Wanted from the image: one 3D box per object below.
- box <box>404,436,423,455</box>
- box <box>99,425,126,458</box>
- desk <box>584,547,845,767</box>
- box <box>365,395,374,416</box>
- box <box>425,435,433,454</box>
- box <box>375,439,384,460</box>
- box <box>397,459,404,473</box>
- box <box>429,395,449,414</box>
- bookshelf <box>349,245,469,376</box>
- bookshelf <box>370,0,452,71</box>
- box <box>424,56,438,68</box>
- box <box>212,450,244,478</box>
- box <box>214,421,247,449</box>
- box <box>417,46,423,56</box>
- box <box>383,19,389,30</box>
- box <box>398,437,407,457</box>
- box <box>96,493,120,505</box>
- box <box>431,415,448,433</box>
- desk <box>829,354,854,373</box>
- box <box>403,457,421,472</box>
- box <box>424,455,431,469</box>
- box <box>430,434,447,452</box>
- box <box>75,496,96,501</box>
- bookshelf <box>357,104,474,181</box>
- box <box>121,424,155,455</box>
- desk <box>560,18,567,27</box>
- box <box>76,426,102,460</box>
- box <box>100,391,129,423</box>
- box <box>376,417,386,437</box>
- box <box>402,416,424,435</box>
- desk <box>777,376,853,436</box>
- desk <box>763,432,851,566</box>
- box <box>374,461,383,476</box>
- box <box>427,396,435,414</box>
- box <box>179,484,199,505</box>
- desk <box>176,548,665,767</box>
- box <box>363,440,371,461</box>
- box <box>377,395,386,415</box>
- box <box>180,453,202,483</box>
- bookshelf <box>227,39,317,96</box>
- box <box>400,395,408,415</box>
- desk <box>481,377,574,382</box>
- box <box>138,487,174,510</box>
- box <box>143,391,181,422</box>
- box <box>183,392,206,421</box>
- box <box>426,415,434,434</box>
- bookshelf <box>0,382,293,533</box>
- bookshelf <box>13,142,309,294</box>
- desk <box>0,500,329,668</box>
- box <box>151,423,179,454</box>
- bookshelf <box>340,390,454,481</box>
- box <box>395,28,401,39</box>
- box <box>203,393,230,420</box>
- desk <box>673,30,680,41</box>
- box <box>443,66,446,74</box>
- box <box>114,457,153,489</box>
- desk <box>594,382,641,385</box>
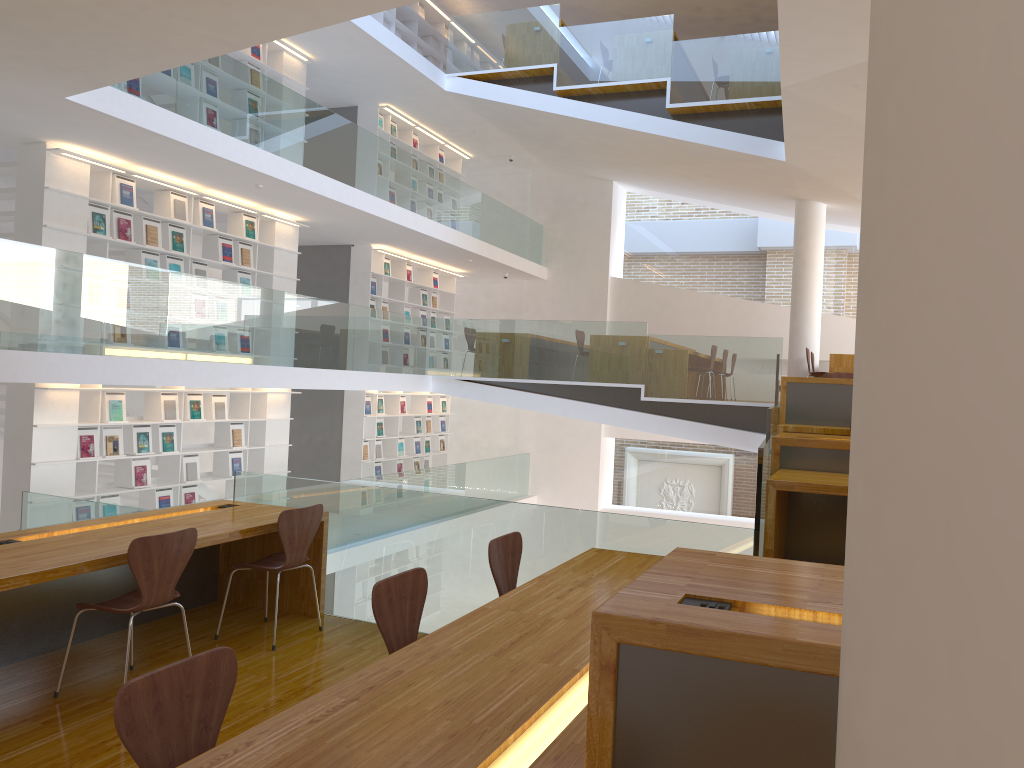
[{"bbox_3d":[-1.619,0.990,14.403,0.274,0.296,0.245,3,0,22],"label":"box"},{"bbox_3d":[-3.909,0.547,8.539,0.274,0.296,0.245,3,0,22],"label":"box"},{"bbox_3d":[1.745,0.786,1.346,3.185,0.606,0.760,3,0,22],"label":"desk"},{"bbox_3d":[-2.189,0.307,12.910,0.274,0.296,0.245,3,0,22],"label":"box"},{"bbox_3d":[-1.487,0.997,14.729,0.274,0.296,0.245,3,0,22],"label":"box"},{"bbox_3d":[-2.080,0.967,13.256,0.274,0.296,0.245,3,0,22],"label":"box"},{"bbox_3d":[-1.840,1.309,13.891,0.274,0.296,0.245,3,0,22],"label":"box"},{"bbox_3d":[-1.257,0.351,15.227,0.274,0.296,0.245,3,0,22],"label":"box"},{"bbox_3d":[-1.575,-1.056,14.090,0.498,1.836,2.984,3,0,22],"label":"bookshelf"},{"bbox_3d":[-1.384,-5.114,14.095,0.498,1.836,2.984,3,0,22],"label":"bookshelf"},{"bbox_3d":[-1.331,-5.125,14.410,0.274,0.296,0.245,3,0,22],"label":"box"},{"bbox_3d":[-3.244,0.909,10.196,0.274,0.296,0.245,3,0,22],"label":"box"},{"bbox_3d":[-3.229,0.581,10.195,0.274,0.296,0.245,3,0,22],"label":"box"},{"bbox_3d":[-1.531,-5.136,13.911,0.274,0.296,0.245,3,0,22],"label":"box"},{"bbox_3d":[-1.932,-5.156,12.915,0.274,0.296,0.245,3,0,22],"label":"box"},{"bbox_3d":[-1.819,0.980,13.904,0.274,0.296,0.245,3,0,22],"label":"box"},{"bbox_3d":[-3.930,1.204,8.529,0.274,0.296,0.245,3,0,22],"label":"box"},{"bbox_3d":[-1.272,0.678,15.226,0.274,0.296,0.245,3,0,22],"label":"box"},{"bbox_3d":[4.825,0.087,11.488,1.247,0.762,3.194,3,0,22],"label":"desk"},{"bbox_3d":[-1.629,1.319,14.415,0.274,0.296,0.245,3,0,22],"label":"box"},{"bbox_3d":[-1.495,1.326,14.747,0.274,0.296,0.245,3,0,22],"label":"box"},{"bbox_3d":[-1.283,1.007,15.238,0.274,0.296,0.245,3,0,22],"label":"box"},{"bbox_3d":[-4.040,1.199,8.255,0.274,0.296,0.245,3,0,22],"label":"box"},{"bbox_3d":[-1.479,-3.101,14.092,0.498,1.836,2.984,3,0,22],"label":"bookshelf"},{"bbox_3d":[-3.763,0.547,8.866,0.274,0.296,0.245,3,0,22],"label":"box"},{"bbox_3d":[0.860,-4.403,13.066,0.760,0.606,3.196,3,0,22],"label":"desk"},{"bbox_3d":[-4.011,0.541,8.252,0.274,0.296,0.245,3,0,22],"label":"box"},{"bbox_3d":[-3.882,0.219,8.534,0.274,0.296,0.245,3,0,22],"label":"box"},{"bbox_3d":[-2.056,0.635,13.277,0.274,0.296,0.245,3,0,22],"label":"box"},{"bbox_3d":[-1.603,0.663,14.403,0.274,0.296,0.245,3,0,22],"label":"box"},{"bbox_3d":[3.886,0.514,7.329,3.216,1.022,1.248,3,0,22],"label":"desk"},{"bbox_3d":[2.976,0.764,4.489,3.243,0.785,1.527,3,0,22],"label":"desk"},{"bbox_3d":[-2.081,1.296,13.292,0.274,0.296,0.245,3,0,22],"label":"box"},{"bbox_3d":[-1.453,0.341,14.739,0.274,0.296,0.245,3,0,22],"label":"box"},{"bbox_3d":[-3.527,1.225,9.529,0.274,0.296,0.245,3,0,22],"label":"box"},{"bbox_3d":[0.137,1.091,2.727,0.760,0.606,3.185,3,0,22],"label":"desk"},{"bbox_3d":[-2.220,0.960,12.908,0.274,0.296,0.245,3,0,22],"label":"box"},{"bbox_3d":[-2.050,0.312,13.255,0.274,0.296,0.245,3,0,22],"label":"box"},{"bbox_3d":[-3.514,0.896,9.524,0.274,0.296,0.245,3,0,22],"label":"box"},{"bbox_3d":[-3.372,-3.195,9.397,0.498,1.836,3.666,3,0,22],"label":"bookshelf"},{"bbox_3d":[-1.794,0.323,13.884,0.274,0.296,0.245,3,0,22],"label":"box"},{"bbox_3d":[0.456,-0.345,13.187,0.760,0.606,3.194,3,0,22],"label":"desk"},{"bbox_3d":[-3.667,1.218,9.181,0.274,0.296,0.245,3,0,22],"label":"box"},{"bbox_3d":[-3.617,0.233,9.193,0.274,0.296,0.245,3,0,22],"label":"box"},{"bbox_3d":[-3.477,0.239,9.539,0.274,0.296,0.245,3,0,22],"label":"box"},{"bbox_3d":[-1.468,0.669,14.739,0.274,0.296,0.245,3,0,22],"label":"box"},{"bbox_3d":[-3.612,0.906,9.411,0.397,1.836,3.666,3,0,22],"label":"bookshelf"},{"bbox_3d":[-3.468,-1.150,9.395,0.498,1.836,3.666,3,0,22],"label":"bookshelf"},{"bbox_3d":[-2.253,1.136,3.892,1.285,0.918,3.236,3,0,22],"label":"desk"},{"bbox_3d":[-3.635,0.561,9.187,0.274,0.296,0.245,3,0,22],"label":"box"},{"bbox_3d":[-1.672,1.002,14.087,0.498,1.836,2.984,3,0,22],"label":"bookshelf"},{"bbox_3d":[-1.792,-5.149,13.263,0.274,0.296,0.245,3,0,22],"label":"box"},{"bbox_3d":[-4.693,1.925,6.703,0.498,3.764,7.125,3,0,22],"label":"box"},{"bbox_3d":[2.219,-4.034,12.512,0.760,0.606,3.196,3,0,22],"label":"desk"},{"bbox_3d":[-1.199,-5.119,14.737,0.274,0.296,0.245,3,0,22],"label":"box"},{"bbox_3d":[-3.777,0.876,8.871,0.274,0.296,0.245,3,0,22],"label":"box"},{"bbox_3d":[2.151,-0.190,12.500,1.248,0.757,3.196,3,0,22],"label":"desk"}]
